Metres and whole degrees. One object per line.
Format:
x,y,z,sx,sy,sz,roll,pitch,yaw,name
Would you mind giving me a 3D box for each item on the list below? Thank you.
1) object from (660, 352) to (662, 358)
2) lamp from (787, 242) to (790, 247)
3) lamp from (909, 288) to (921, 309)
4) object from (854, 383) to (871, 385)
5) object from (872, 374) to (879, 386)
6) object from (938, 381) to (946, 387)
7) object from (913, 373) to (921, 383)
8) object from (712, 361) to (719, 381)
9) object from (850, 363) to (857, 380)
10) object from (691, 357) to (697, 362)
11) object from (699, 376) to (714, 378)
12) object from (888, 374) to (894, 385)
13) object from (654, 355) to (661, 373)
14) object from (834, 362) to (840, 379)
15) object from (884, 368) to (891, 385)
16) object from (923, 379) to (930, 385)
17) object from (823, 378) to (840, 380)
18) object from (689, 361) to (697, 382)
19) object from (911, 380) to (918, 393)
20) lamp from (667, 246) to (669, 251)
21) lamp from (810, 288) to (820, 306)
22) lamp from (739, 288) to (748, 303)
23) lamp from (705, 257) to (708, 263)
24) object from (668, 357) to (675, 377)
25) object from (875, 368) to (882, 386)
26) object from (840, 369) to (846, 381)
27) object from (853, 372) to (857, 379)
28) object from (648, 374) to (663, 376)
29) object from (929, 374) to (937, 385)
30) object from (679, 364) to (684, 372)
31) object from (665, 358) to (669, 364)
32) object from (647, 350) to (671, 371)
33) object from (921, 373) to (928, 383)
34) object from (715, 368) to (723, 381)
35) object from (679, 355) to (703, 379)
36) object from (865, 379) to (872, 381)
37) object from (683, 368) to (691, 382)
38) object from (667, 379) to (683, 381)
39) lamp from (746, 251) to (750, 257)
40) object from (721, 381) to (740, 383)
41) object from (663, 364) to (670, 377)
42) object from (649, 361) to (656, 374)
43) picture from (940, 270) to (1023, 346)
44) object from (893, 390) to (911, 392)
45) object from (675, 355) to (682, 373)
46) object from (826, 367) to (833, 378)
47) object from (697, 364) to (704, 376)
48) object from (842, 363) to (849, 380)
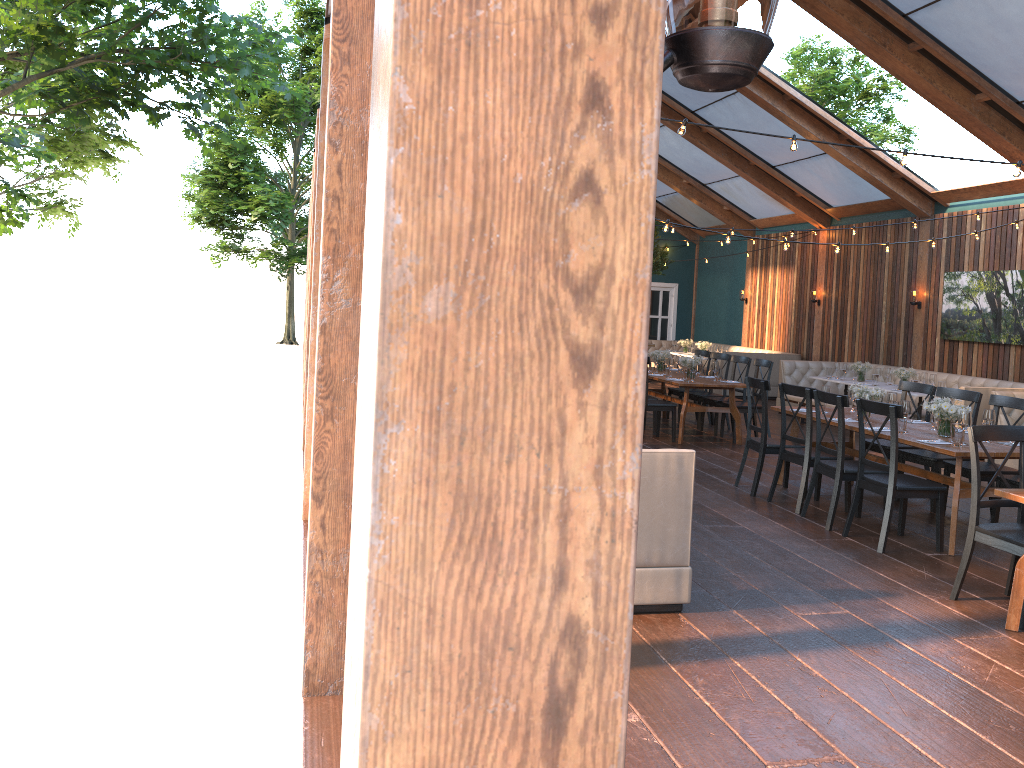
2.092,-0.336,12.607,0.092,0.244,0.092,2,2,-33,object
5.141,-2.606,16.457,0.073,0.115,0.056,3,2,-7,lamp
6.241,-1.327,13.698,0.178,0.319,0.147,2,2,-13,lamp
4.939,-0.001,12.390,0.255,0.019,0.158,2,5,-13,object
5.027,-0.053,12.245,0.092,0.158,0.092,2,3,-27,object
5.566,0.048,11.466,0.092,0.158,0.092,4,3,23,object
5.286,-0.017,11.553,0.092,0.244,0.092,3,2,-11,object
2.517,-0.159,10.961,0.092,0.244,0.092,3,2,12,object
5.124,-0.189,13.279,0.092,0.244,0.092,4,2,34,object
2.356,-0.220,11.509,0.092,0.244,0.092,4,2,29,object
2.529,-0.092,11.455,0.255,0.019,0.158,2,5,-13,object
5.376,-0.067,12.585,0.092,0.158,0.092,2,3,-27,object
1.935,-0.268,11.802,0.092,0.244,0.092,2,2,-16,object
4.886,-0.204,13.319,0.092,0.244,0.092,4,2,34,object
5.308,-0.106,12.500,0.092,0.244,0.092,4,2,34,object
5.549,0.011,11.855,0.092,0.158,0.092,2,3,-27,object
4.769,-0.081,13.144,0.255,0.019,0.158,2,5,-13,object
2.195,-0.154,10.741,0.092,0.244,0.092,3,2,-11,object
5.214,0.030,11.471,0.092,0.158,0.092,2,3,-27,object
3.767,-3.272,21.349,0.056,0.120,0.056,2,3,-31,lamp
5.608,-1.612,16.369,0.178,0.319,0.147,2,2,-13,lamp
4.975,-1.897,19.041,0.178,0.319,0.147,2,2,-13,lamp
3.659,-2.330,16.630,0.056,0.121,0.056,1,3,-36,lamp
2.036,-0.216,11.311,0.092,0.244,0.092,3,2,-11,object
5.100,-0.100,12.327,0.092,0.244,0.092,4,2,34,object
4.857,-0.133,12.999,0.092,0.158,0.092,2,3,-27,object
5.192,-0.150,13.364,0.092,0.158,0.092,2,3,-27,object
1.884,-0.117,11.368,0.255,0.019,0.158,2,5,-13,object
5.485,-0.005,11.535,0.092,0.244,0.092,4,2,34,object
2.315,-0.240,12.121,0.092,0.158,0.092,3,3,13,object
2.207,-0.296,12.699,0.092,0.158,0.092,3,3,13,object
2.041,-0.333,12.202,0.336,0.309,0.330,2,4,-18,object
5.481,-0.028,11.770,0.092,0.244,0.092,4,2,34,object
2.575,-0.121,11.040,0.092,0.158,0.092,4,3,23,object
2.255,-0.225,11.176,0.329,0.309,0.336,4,4,24,object
5.273,-0.063,13.222,0.255,0.019,0.158,2,5,-13,object
2.098,-0.106,10.629,0.092,0.158,0.092,4,3,23,object
2.017,-0.056,10.801,0.255,0.019,0.158,2,5,-13,object
4.411,-2.432,16.542,0.056,0.118,0.066,1,3,-37,lamp
2.663,-0.032,10.885,0.255,0.019,0.158,2,5,-13,object
1.950,-0.167,11.194,0.092,0.158,0.092,3,3,13,object
1.855,-0.220,11.706,0.092,0.158,0.092,3,3,-7,object
6.602,-1.077,12.337,0.065,0.995,1.657,3,4,-14,picture
5.126,0.082,11.616,0.255,0.019,0.158,2,5,-13,object
2.264,-0.272,12.031,0.092,0.244,0.092,2,2,-16,object
4.800,-0.173,13.391,0.092,0.158,0.092,2,3,-27,object
2.464,-0.180,11.607,0.092,0.158,0.092,5,3,43,object
4.929,-0.180,13.081,0.092,0.244,0.092,4,2,34,object
